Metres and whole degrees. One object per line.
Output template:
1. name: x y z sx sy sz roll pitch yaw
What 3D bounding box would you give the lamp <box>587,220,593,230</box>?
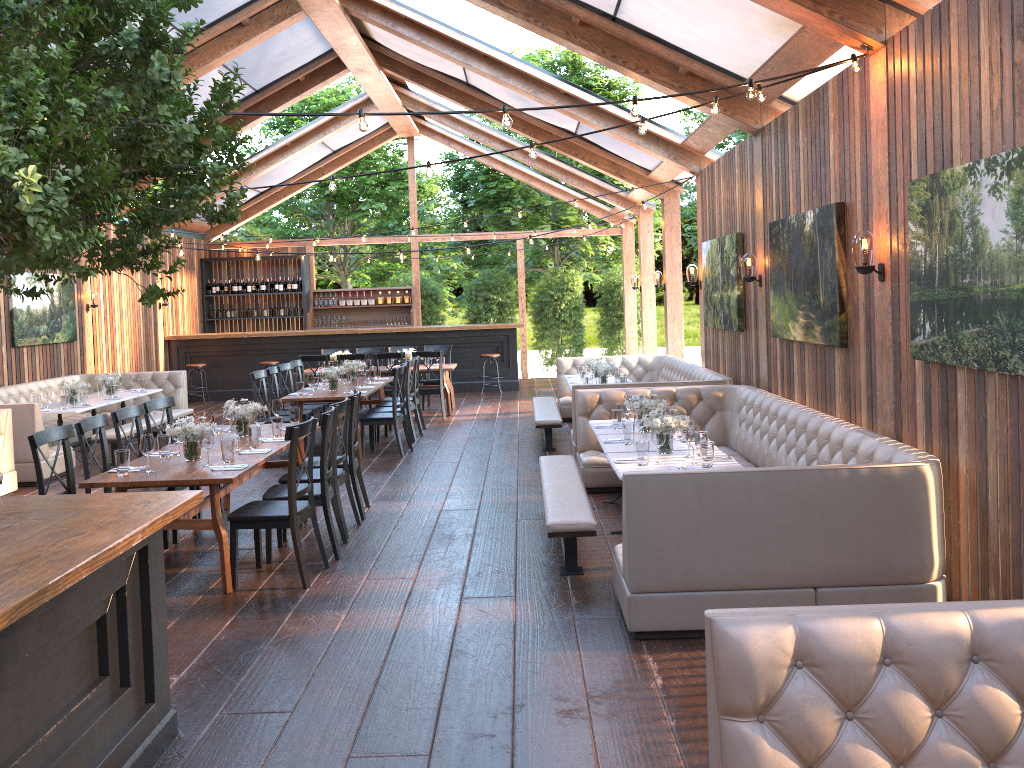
1. lamp: 0.925 -1.876 10.452 0.056 0.119 0.059 0 3 32

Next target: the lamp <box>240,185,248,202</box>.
1. lamp: -2.031 -1.441 6.695 0.056 0.120 0.056 -3 3 -24

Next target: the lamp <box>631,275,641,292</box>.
1. lamp: 2.304 -1.864 16.465 0.178 0.319 0.146 -2 2 1

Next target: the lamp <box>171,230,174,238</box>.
1. lamp: -5.417 -2.395 14.114 0.061 0.119 0.056 -1 3 17

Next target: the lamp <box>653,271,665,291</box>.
1. lamp: 2.276 -1.594 13.706 0.178 0.319 0.146 -2 2 1

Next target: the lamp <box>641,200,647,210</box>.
1. lamp: 1.598 -2.160 10.687 0.068 0.117 0.056 -2 2 8

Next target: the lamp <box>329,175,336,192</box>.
1. lamp: -1.312 -1.465 6.462 0.056 0.121 0.056 0 3 41

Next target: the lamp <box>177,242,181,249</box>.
1. lamp: -4.963 -2.076 13.200 0.056 0.121 0.056 -1 3 16

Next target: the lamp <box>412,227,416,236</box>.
1. lamp: -1.340 -2.076 12.035 0.056 0.121 0.056 -1 2 15

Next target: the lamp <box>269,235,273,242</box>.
1. lamp: -3.957 -2.380 14.510 0.056 0.120 0.056 -4 3 -39

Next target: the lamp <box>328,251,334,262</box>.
1. lamp: -1.954 -1.375 9.553 0.056 0.120 0.056 -2 2 6

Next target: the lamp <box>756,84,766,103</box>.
1. lamp: 1.580 -1.840 5.603 0.056 0.120 0.056 -4 3 -33

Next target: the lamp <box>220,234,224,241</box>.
1. lamp: -4.689 -2.373 14.302 0.059 0.119 0.056 0 3 44

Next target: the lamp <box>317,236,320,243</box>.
1. lamp: -3.225 -2.408 14.719 0.056 0.120 0.056 -4 3 -43

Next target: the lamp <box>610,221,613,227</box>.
1. lamp: 1.835 -2.943 16.280 0.056 0.117 0.067 -2 3 8

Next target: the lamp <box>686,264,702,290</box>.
1. lamp: 2.248 -1.325 10.957 0.178 0.319 0.146 -2 2 1

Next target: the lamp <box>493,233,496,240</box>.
1. lamp: -0.309 -2.602 15.583 0.056 0.121 0.056 -1 3 17

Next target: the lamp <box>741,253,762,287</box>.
1. lamp: 2.220 -1.058 8.225 0.178 0.319 0.146 -2 2 1

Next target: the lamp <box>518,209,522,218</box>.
1. lamp: 0.097 -2.228 11.567 0.056 0.114 0.075 -4 4 -43

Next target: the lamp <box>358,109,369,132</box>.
1. lamp: -0.749 -1.330 4.459 0.056 0.120 0.056 -3 2 -12

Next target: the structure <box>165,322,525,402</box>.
1. structure: -3.135 -0.425 17.109 6.800 1.272 0.859 -2 3 1

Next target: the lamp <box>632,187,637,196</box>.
1. lamp: 1.541 -2.423 11.139 0.056 0.118 0.064 -3 3 -26

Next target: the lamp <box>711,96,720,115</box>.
1. lamp: 1.306 -1.788 5.681 0.056 0.121 0.056 -2 2 4

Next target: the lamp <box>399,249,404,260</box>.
1. lamp: -1.220 -1.428 9.766 0.056 0.121 0.056 -2 2 0

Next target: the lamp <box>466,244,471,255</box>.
1. lamp: -0.490 -1.521 9.991 0.056 0.120 0.056 -4 3 -39

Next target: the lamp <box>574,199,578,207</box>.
1. lamp: 0.822 -2.322 11.348 0.056 0.114 0.075 -2 3 -1

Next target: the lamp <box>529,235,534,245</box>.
1. lamp: 0.222 -1.667 10.226 0.056 0.120 0.056 -2 2 -2

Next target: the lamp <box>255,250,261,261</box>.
1. lamp: -2.678 -1.354 9.325 0.056 0.120 0.056 -1 3 20

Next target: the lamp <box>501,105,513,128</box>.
1. lamp: -0.026 -1.420 4.691 0.056 0.120 0.056 -4 3 -33

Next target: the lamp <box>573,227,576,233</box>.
1. lamp: 1.139 -2.794 16.040 0.056 0.121 0.056 -3 3 -21

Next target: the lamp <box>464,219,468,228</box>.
1. lamp: -0.619 -2.147 11.821 0.056 0.120 0.056 -3 3 -23

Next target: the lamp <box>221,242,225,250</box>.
1. lamp: -4.238 -2.018 12.962 0.056 0.121 0.056 0 3 34

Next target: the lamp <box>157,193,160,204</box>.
1. lamp: -2.759 -1.434 6.923 0.056 0.121 0.056 -1 3 16

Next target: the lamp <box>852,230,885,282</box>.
1. lamp: 2.192 -0.788 5.457 0.178 0.319 0.146 -2 2 1

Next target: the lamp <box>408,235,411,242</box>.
1. lamp: -1.761 -2.493 15.145 0.056 0.121 0.056 -1 3 26

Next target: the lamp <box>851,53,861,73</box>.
1. lamp: 2.096 -1.951 5.385 0.056 0.119 0.062 0 3 36

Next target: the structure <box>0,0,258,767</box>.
1. structure: -2.249 -0.282 2.874 2.713 3.688 2.861 -1 3 9

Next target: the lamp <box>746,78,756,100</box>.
1. lamp: 1.395 -1.721 5.169 0.065 0.118 0.056 -4 3 -41

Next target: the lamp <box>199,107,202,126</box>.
1. lamp: -1.481 -1.267 4.248 0.056 0.121 0.056 -3 3 -19

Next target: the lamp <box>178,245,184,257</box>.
1. lamp: -3.416 -1.373 9.131 0.056 0.121 0.056 -3 2 -12

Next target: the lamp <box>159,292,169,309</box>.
1. lamp: -6.509 -1.567 16.564 0.178 0.319 0.146 -2 2 1

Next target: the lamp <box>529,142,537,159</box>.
1. lamp: 0.142 -1.590 6.026 0.056 0.121 0.056 -1 2 13

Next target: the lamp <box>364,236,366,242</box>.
1. lamp: -2.485 -2.448 14.922 0.056 0.120 0.056 -2 2 7

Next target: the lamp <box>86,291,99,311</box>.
1. lamp: -6.537 -1.297 13.805 0.178 0.319 0.146 -2 2 1

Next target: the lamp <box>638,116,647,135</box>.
1. lamp: 0.857 -1.698 5.811 0.056 0.121 0.056 -1 3 25

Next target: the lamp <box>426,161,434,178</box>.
1. lamp: -0.583 -1.514 6.244 0.056 0.121 0.056 -2 2 10

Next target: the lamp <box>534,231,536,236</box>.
1. lamp: 0.417 -2.683 15.812 0.056 0.121 0.056 -2 2 -6

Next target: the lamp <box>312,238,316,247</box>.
1. lamp: -2.792 -2.002 12.494 0.056 0.121 0.056 -3 3 -31

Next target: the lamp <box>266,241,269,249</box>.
1. lamp: -3.516 -2.000 12.717 0.056 0.119 0.059 -3 3 -20

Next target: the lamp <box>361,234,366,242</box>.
1. lamp: -2.059 -2.025 12.260 0.057 0.119 0.056 -2 2 -5

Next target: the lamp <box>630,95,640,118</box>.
1. lamp: 0.686 -1.547 4.939 0.056 0.118 0.062 0 3 43

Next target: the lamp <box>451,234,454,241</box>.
1. lamp: -1.034 -2.542 15.363 0.056 0.121 0.056 -1 3 20
